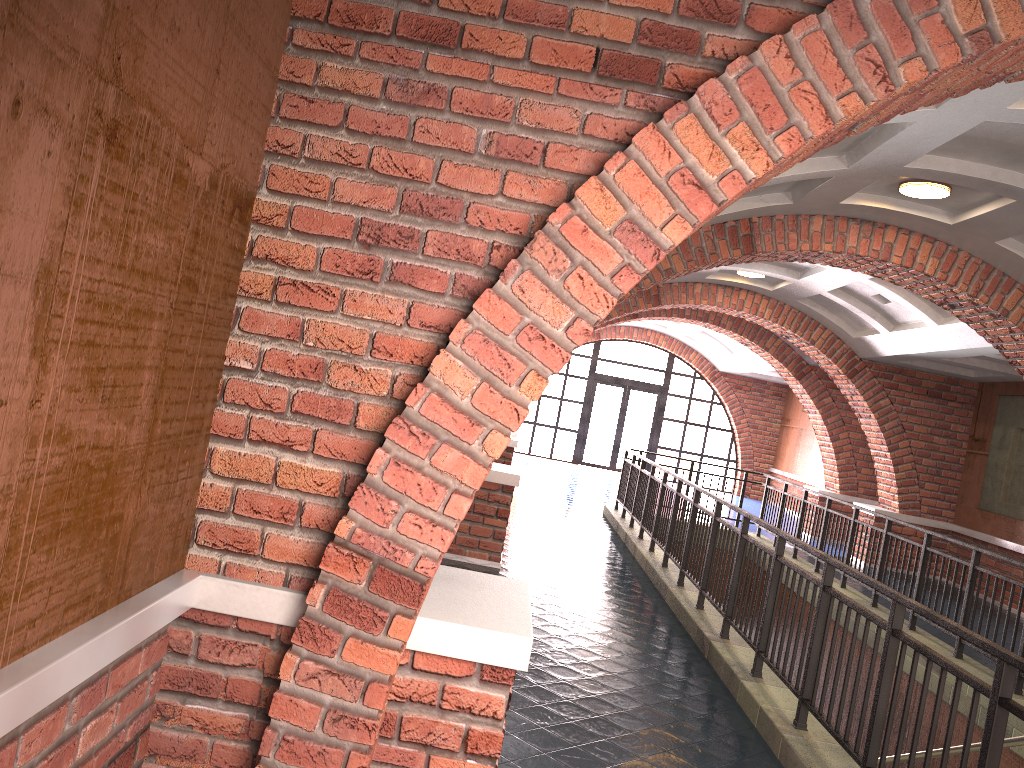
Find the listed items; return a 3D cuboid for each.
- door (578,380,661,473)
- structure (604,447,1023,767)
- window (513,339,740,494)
[{"bbox_3d":[2.775,1.135,22.805,1.754,2.236,0.040,11,0,0],"label":"door"},{"bbox_3d":[2.260,3.931,8.250,2.464,5.665,11.176,11,0,0],"label":"structure"},{"bbox_3d":[2.933,0.586,22.802,6.353,3.471,0.100,11,0,0],"label":"window"}]
